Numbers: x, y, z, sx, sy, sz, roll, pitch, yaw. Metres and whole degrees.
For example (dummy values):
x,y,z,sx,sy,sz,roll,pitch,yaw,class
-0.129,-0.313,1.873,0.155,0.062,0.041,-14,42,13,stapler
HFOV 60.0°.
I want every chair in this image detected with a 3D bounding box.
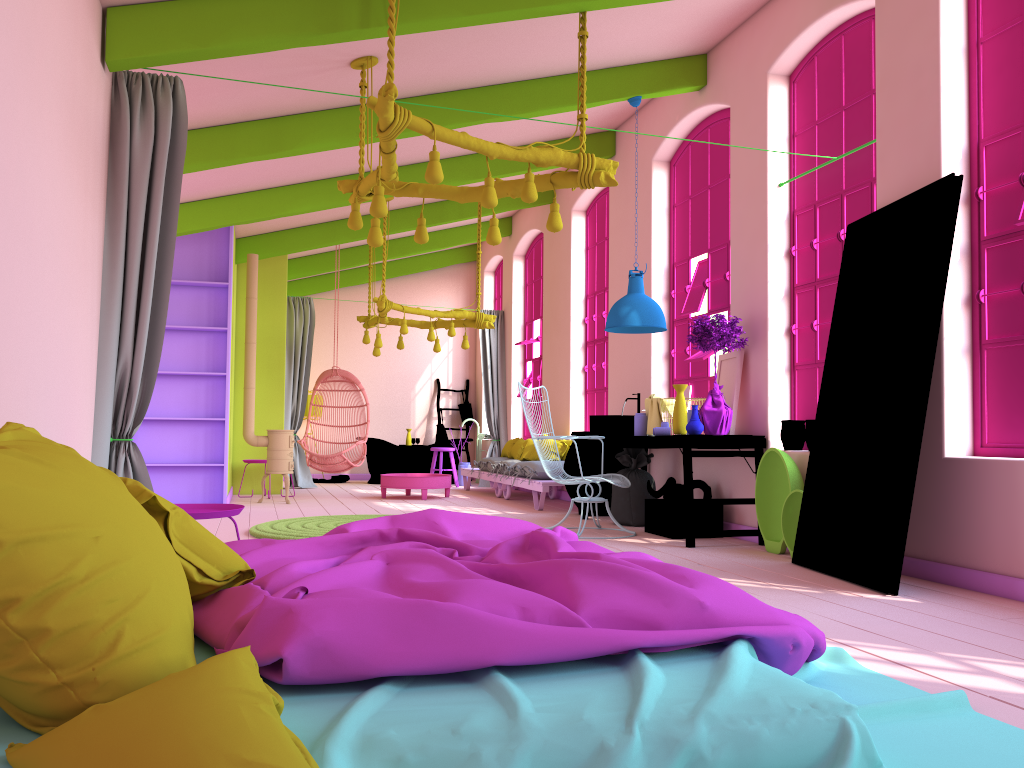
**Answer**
x,y,z,sx,sy,sz,roll,pitch,yaw,class
-2.228,-0.441,11.191,0.860,3.128,0.806,0,-3,4,chair
0.561,0.610,7.302,0.925,1.238,1.079,0,-3,19,chair
-1.053,1.249,13.235,0.446,0.593,0.473,-2,-4,43,chair

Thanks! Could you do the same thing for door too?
x,y,z,sx,sy,sz,roll,pitch,yaw,class
2.079,0.020,5.161,0.450,2.210,1.154,1,-3,-6,door

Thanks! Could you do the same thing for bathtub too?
x,y,z,sx,sy,sz,roll,pitch,yaw,class
-1.557,1.226,14.243,1.889,0.739,0.826,2,-3,-16,bathtub

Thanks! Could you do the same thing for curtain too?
x,y,z,sx,sy,sz,roll,pitch,yaw,class
-3.086,0.088,12.756,0.518,2.784,0.525,2,-3,-35,curtain
-0.262,0.219,13.562,0.518,2.784,0.525,0,-3,3,curtain
-1.987,-0.347,4.651,0.518,2.784,0.525,2,-3,-35,curtain

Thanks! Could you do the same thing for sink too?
x,y,z,sx,sy,sz,roll,pitch,yaw,class
0.945,0.375,8.138,0.340,0.194,0.609,1,-3,-16,sink

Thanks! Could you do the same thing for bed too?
x,y,z,sx,sy,sz,roll,pitch,yaw,class
-0.092,0.715,2.837,2.802,0.513,3.578,2,-3,-16,bed

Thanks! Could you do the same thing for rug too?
x,y,z,sx,sy,sz,roll,pitch,yaw,class
-1.155,1.182,7.256,1.889,0.050,1.889,2,-4,-29,rug

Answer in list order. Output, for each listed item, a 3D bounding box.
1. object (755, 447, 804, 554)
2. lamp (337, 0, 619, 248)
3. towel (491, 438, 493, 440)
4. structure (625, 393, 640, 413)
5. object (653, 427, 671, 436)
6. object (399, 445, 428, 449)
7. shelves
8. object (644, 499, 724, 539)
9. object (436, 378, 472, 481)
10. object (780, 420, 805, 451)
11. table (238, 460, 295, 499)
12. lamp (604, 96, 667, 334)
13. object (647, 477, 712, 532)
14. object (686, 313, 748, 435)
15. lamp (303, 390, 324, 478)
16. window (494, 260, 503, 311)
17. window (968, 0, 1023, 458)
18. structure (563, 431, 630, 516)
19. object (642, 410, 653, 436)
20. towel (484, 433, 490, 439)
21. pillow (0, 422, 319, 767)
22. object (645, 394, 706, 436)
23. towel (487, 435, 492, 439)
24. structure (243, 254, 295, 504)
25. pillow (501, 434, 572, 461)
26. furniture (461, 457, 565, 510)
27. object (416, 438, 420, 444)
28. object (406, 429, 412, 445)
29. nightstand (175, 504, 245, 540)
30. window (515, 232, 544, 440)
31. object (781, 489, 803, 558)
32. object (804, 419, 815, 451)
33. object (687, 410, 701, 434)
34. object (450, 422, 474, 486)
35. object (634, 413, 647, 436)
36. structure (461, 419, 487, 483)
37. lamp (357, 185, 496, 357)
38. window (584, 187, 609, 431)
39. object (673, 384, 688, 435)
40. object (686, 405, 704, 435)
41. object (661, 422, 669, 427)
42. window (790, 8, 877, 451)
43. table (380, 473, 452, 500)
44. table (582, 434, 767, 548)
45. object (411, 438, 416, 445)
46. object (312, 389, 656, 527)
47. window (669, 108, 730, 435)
x,y,z,sx,sy,sz,roll,pitch,yaw,class
1.913,0.811,6.194,0.218,0.733,0.451,1,-3,-16,object
-0.463,-1.951,5.583,1.611,2.263,1.776,3,-3,-34,lamp
-0.185,0.840,14.208,0.262,0.102,0.247,2,-3,-20,towel
1.118,0.282,8.218,0.166,0.396,0.087,1,-3,-7,structure
1.222,0.390,7.237,0.137,0.076,0.076,0,-3,4,object
-1.586,1.014,14.244,0.360,0.068,1.324,2,-3,-16,object
-3.849,-0.260,9.067,1.842,3.102,0.385,1,-3,-16,shelves
1.393,1.091,7.226,0.446,0.277,0.522,1,-3,-16,object
-0.995,0.782,15.188,0.603,1.764,0.410,1,-3,-16,object
2.060,0.376,6.495,0.182,0.222,0.182,3,-4,-39,object
-3.007,1.160,10.898,0.596,0.458,0.596,-1,-3,21,table
1.056,-1.453,7.538,0.529,2.001,0.529,0,-3,15,lamp
1.385,1.006,7.379,0.300,0.448,0.672,3,-4,-40,object
1.565,-0.077,6.833,0.502,0.950,0.441,-1,-3,34,object
-3.326,0.834,14.400,0.491,1.466,0.477,0,-3,14,lamp
-0.132,-0.591,14.577,0.072,3.045,1.275,1,-3,-16,window
2.847,-1.127,4.360,0.214,3.008,1.514,1,-3,-16,window
0.865,0.903,8.990,0.718,0.844,0.718,-2,-4,41,structure
1.211,0.345,7.973,0.165,0.249,0.411,0,-3,19,object
-0.333,0.868,14.723,0.262,0.102,0.247,1,-3,-15,towel
-1.064,0.510,2.295,0.848,0.822,2.618,2,-3,-26,pillow
1.371,0.265,7.564,0.444,0.369,0.633,1,-3,-16,object
-0.259,0.854,14.467,0.247,0.102,0.262,2,-3,-25,towel
-2.738,-0.056,10.152,0.577,2.813,0.403,1,-3,1,structure
0.269,0.829,11.282,0.578,0.399,1.998,1,-3,-16,pillow
0.127,1.184,11.140,0.907,0.507,3.777,1,-3,-16,furniture
-1.512,0.953,14.234,0.069,0.170,0.069,0,-3,3,object
-1.652,0.877,14.198,0.097,0.320,0.097,1,-3,-5,object
-1.529,0.788,4.025,0.596,0.458,0.596,-1,-3,21,nightstand
0.400,-0.679,12.745,0.551,3.008,1.514,1,-3,-16,window
1.933,0.927,5.853,0.137,0.462,0.284,2,-3,-31,object
2.143,0.361,6.210,0.182,0.222,0.182,2,-3,-34,object
1.415,0.301,6.904,0.109,0.197,0.109,0,-3,21,object
-0.762,1.076,13.683,0.451,0.987,0.277,-1,-3,28,object
1.114,0.351,7.671,0.109,0.197,0.109,2,-3,-24,object
-0.590,1.097,14.508,0.451,1.061,0.254,-1,-3,27,structure
-1.296,-1.452,11.098,1.611,2.263,1.776,3,-3,-34,lamp
1.083,-0.815,10.390,0.072,3.045,1.275,1,-3,-16,window
1.290,0.197,6.799,0.116,0.382,0.116,3,-4,-42,object
1.362,0.268,6.610,0.132,0.219,0.132,1,-3,1,object
1.262,0.371,7.319,0.065,0.118,0.065,-1,-3,32,object
2.303,-1.039,6.188,0.072,3.045,1.275,1,-3,-16,window
-1.196,1.276,11.051,0.885,0.285,0.886,0,-3,10,table
1.284,0.836,7.541,0.655,0.820,2.193,1,-3,-16,table
-1.562,0.942,14.050,0.069,0.170,0.069,0,-3,3,object
-1.020,0.647,11.314,2.827,1.579,7.868,1,-3,-15,object
1.774,-0.932,8.030,0.492,3.002,1.498,1,-3,-16,window
